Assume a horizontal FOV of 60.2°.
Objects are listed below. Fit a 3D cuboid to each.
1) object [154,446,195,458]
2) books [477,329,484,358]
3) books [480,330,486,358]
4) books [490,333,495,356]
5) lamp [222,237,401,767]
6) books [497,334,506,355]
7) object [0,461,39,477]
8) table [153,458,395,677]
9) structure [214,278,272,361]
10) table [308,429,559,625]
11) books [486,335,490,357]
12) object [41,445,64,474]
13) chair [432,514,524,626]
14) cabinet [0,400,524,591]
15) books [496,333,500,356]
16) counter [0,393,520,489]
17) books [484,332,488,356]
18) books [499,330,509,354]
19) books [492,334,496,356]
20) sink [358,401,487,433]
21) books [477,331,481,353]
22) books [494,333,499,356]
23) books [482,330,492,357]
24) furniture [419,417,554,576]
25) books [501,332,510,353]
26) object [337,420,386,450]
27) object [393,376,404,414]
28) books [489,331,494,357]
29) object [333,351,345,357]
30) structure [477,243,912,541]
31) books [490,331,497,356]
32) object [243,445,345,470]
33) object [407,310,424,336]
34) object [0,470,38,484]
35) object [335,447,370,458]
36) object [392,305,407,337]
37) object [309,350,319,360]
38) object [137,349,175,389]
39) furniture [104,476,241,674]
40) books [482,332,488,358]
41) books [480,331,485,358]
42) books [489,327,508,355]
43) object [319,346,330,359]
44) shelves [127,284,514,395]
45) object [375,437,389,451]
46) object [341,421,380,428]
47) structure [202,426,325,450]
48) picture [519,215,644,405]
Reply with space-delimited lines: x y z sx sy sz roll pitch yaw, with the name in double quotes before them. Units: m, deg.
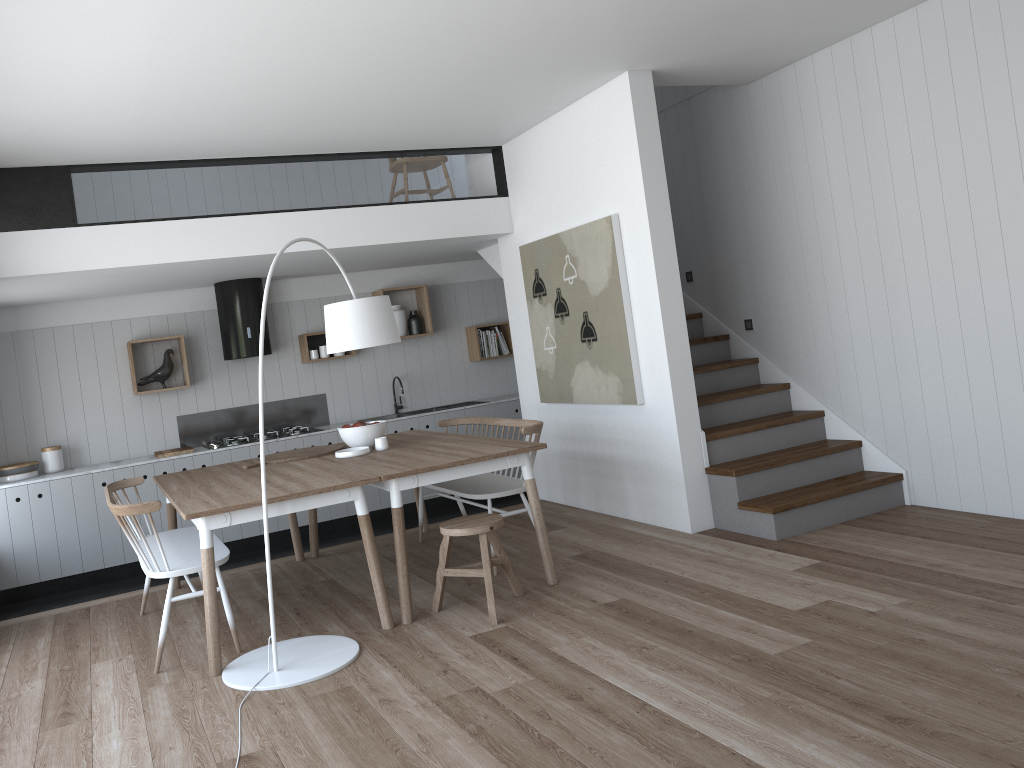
"object" -2.845 0.574 7.438 0.285 0.030 0.408 -9 3 -25
"books" -0.349 -0.393 8.759 0.021 0.285 0.210 -8 1 -26
"books" -0.330 -0.396 8.785 0.010 0.281 0.232 -8 1 -26
"books" -0.219 -0.387 8.787 0.015 0.234 0.152 -8 1 -26
"lamp" -1.002 0.316 2.948 0.872 2.023 5.221 -8 3 -1
"books" -0.137 -0.391 8.821 0.068 0.222 0.146 -8 1 -25
"object" -3.971 0.681 7.056 0.366 0.066 0.353 -7 3 25
"table" -1.460 0.903 5.089 0.918 0.749 2.083 -9 3 -25
"structure" -2.388 -0.666 7.803 0.421 0.869 0.407 -8 0 22
"table" -0.629 0.767 5.459 0.918 0.749 2.083 -9 3 -25
"books" -0.269 -0.372 8.764 0.018 0.220 0.155 -8 1 -26
"object" -3.756 0.621 7.226 0.158 0.212 0.150 -7 1 34
"chair" -0.127 0.903 4.462 0.422 0.450 0.494 -9 2 -38
"cabinet" -1.205 0.738 7.831 6.005 0.748 0.010 -9 0 -24
"books" -0.170 -0.389 8.794 0.014 0.224 0.145 -8 1 -26
"counter" -1.385 0.358 8.094 6.008 0.020 0.591 -9 3 -24
"books" -0.289 -0.388 8.763 0.014 0.257 0.166 -8 1 -26
"books" -0.111 -0.417 8.824 0.075 0.248 0.145 -8 0 -25
"books" -0.203 -0.386 8.785 0.011 0.226 0.146 -8 1 -26
"sink" -0.816 0.336 8.309 1.154 0.166 0.462 -9 3 -24
"books" -0.368 -0.388 8.759 0.013 0.281 0.214 -8 1 -26
"books" -0.183 -0.388 8.792 0.011 0.228 0.146 -8 1 -26
"books" -0.258 -0.396 8.783 0.024 0.264 0.164 -8 0 -26
"furniture" -0.222 0.665 5.716 0.533 0.810 1.388 -8 2 -25
"books" -0.098 -0.409 8.833 0.068 0.222 0.146 -8 1 -25
"object" -0.947 0.339 5.642 0.308 0.164 0.321 -9 3 -28
"object" -1.054 0.109 8.372 0.089 0.375 0.295 -8 1 -25
"books" -0.240 -0.396 8.790 0.014 0.257 0.166 -8 1 -26
"object" -1.598 -0.293 8.166 0.111 0.073 0.125 -6 3 44
"structure" 1.001 -0.293 6.785 1.036 2.631 3.677 -8 2 -25
"books" -0.198 -0.401 8.794 0.010 0.254 0.145 -8 0 -26
"object" -1.405 0.467 5.821 0.596 0.023 0.679 -8 3 -3
"object" -0.930 -0.589 8.510 0.156 0.236 0.156 -8 1 -27
"object" -3.963 0.739 7.055 0.330 0.055 0.322 -7 3 14
"object" -0.980 0.421 5.433 0.220 0.035 0.210 -5 4 44
"object" -1.118 -0.592 8.418 0.234 0.301 0.223 -7 1 38
"object" -1.804 -0.264 8.044 0.084 0.088 0.082 -8 1 11
"object" -3.047 -0.118 7.566 0.328 0.334 0.142 -9 0 -23
"furniture" -1.853 0.945 4.775 0.533 0.810 1.388 -8 2 -25
"books" -0.297 -0.386 8.749 0.014 0.257 0.166 -8 1 -26
"books" -0.337 -0.394 8.774 0.013 0.282 0.223 -8 1 -26
"books" -0.136 -0.428 8.824 0.095 0.290 0.160 -8 0 -25
"object" -1.716 -0.292 8.084 0.084 0.116 0.087 -8 1 -25
"shelves" -1.644 -0.419 8.184 3.509 0.798 0.306 -9 1 -24
"object" -0.809 0.372 5.482 0.082 0.079 0.085 -9 2 -25
"object" -0.948 0.318 5.639 0.241 0.167 0.246 -7 2 26
"structure" -2.184 0.455 7.746 0.964 0.048 0.565 -9 3 -24
"picture" 0.450 -0.469 6.237 0.059 1.219 1.323 -8 1 -26
